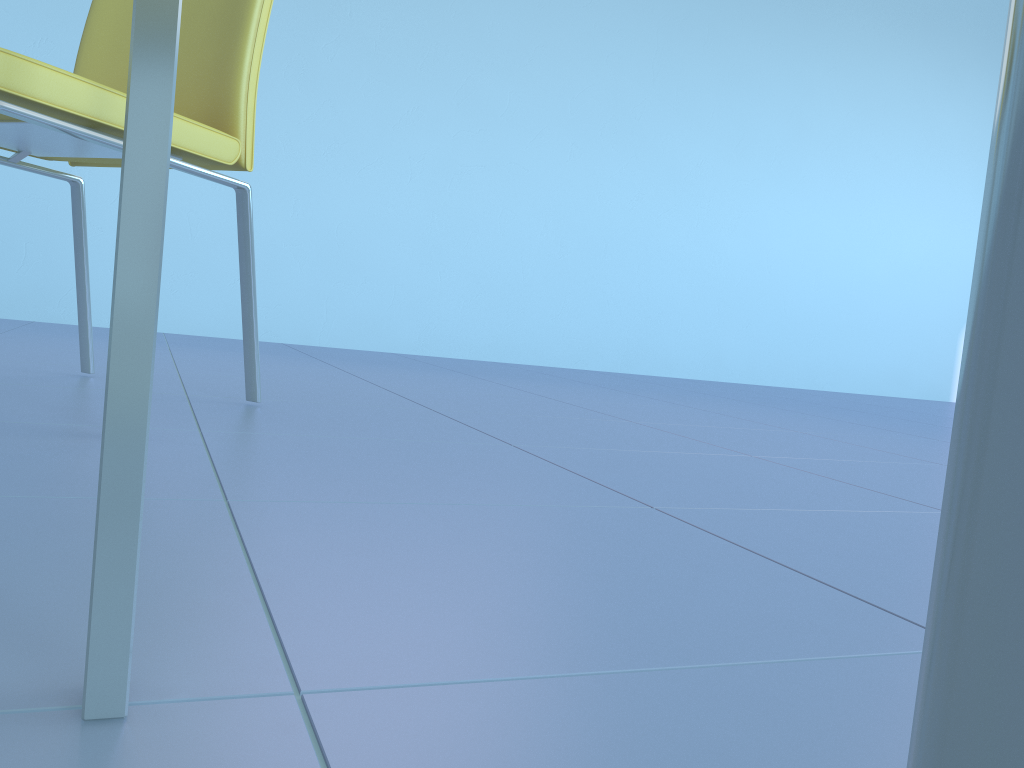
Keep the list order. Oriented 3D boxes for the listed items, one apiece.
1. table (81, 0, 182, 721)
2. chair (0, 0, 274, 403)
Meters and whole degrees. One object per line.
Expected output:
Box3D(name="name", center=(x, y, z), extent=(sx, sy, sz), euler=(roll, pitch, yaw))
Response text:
Box3D(name="table", center=(-0.777, -0.244, 0.384), extent=(1.173, 0.590, 0.730), euler=(4, 4, -23))
Box3D(name="chair", center=(-0.592, -0.337, 1.157), extent=(0.387, 0.695, 0.484), euler=(8, 4, 25))
